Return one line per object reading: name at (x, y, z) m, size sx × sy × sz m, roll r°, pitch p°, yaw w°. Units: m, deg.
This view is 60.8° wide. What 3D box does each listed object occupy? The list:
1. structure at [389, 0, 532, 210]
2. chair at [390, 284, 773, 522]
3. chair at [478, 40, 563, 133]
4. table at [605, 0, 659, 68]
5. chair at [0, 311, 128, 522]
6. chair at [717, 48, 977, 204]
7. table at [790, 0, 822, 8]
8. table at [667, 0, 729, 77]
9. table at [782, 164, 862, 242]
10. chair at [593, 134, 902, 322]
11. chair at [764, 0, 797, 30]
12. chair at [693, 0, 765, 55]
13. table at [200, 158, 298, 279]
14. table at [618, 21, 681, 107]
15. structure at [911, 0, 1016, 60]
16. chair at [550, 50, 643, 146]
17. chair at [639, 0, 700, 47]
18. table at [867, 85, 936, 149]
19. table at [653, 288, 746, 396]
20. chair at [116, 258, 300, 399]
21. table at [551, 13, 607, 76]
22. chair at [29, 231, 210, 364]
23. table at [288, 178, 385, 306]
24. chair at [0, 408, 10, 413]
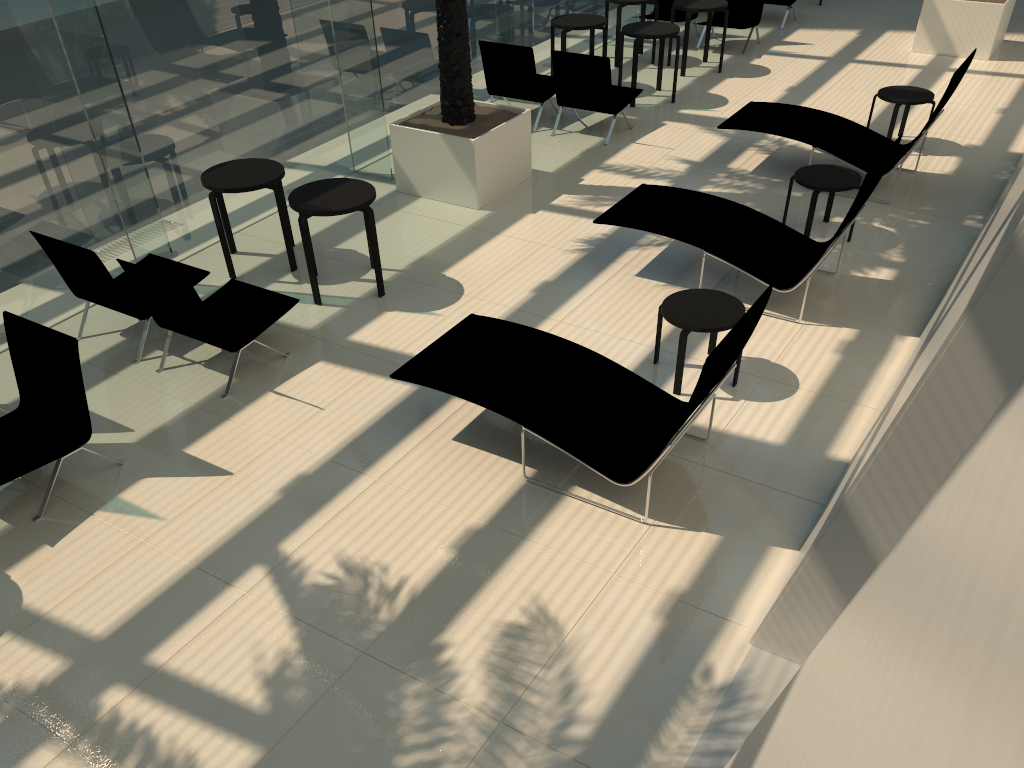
structure at (-0.677, -4.969, 6.487) m, size 4.745 × 7.609 × 4.139 m, roll 15°, pitch 41°, yaw 21°
chair at (0.330, -0.115, 5.231) m, size 1.988 × 1.256 × 0.865 m, roll 19°, pitch 42°, yaw 25°
chair at (0.166, -3.555, 10.102) m, size 0.698 × 0.964 × 0.833 m, roll 20°, pitch 43°, yaw 26°
table at (1.604, -4.810, 11.809) m, size 0.676 × 0.847 × 0.625 m, roll -11°, pitch 39°, yaw -11°
chair at (-3.024, 0.231, 5.202) m, size 0.698 × 0.964 × 0.833 m, roll 20°, pitch 43°, yaw 26°
chair at (3.135, -2.616, 8.432) m, size 1.988 × 1.256 × 0.865 m, roll 19°, pitch 42°, yaw 25°
table at (4.659, -6.550, 13.978) m, size 0.673 × 0.847 × 0.627 m, roll -13°, pitch 39°, yaw -14°
table at (2.424, -4.548, 11.415) m, size 0.676 × 0.847 × 0.625 m, roll -11°, pitch 39°, yaw -11°
table at (2.712, -1.561, 7.634) m, size 0.551 × 0.562 × 0.509 m, roll -11°, pitch 38°, yaw -11°
chair at (1.754, -1.385, 6.856) m, size 1.988 × 1.256 × 0.865 m, roll 19°, pitch 42°, yaw 25°
chair at (3.952, -5.976, 13.144) m, size 0.698 × 0.964 × 0.833 m, roll 20°, pitch 43°, yaw 26°
chair at (3.029, -5.167, 12.110) m, size 0.698 × 0.964 × 0.833 m, roll 20°, pitch 43°, yaw 26°
table at (-2.214, -1.414, 7.464) m, size 0.673 × 0.847 × 0.627 m, roll -13°, pitch 39°, yaw -14°
table at (1.648, -3.865, 10.542) m, size 0.673 × 0.847 × 0.627 m, roll -13°, pitch 39°, yaw -14°
structure at (6.152, -7.564, 9.713) m, size 4.574 × 7.473 × 3.980 m, roll -17°, pitch 40°, yaw -18°
chair at (0.955, -3.303, 9.723) m, size 0.698 × 0.964 × 0.833 m, roll 20°, pitch 43°, yaw 26°
chair at (2.240, -5.419, 12.489) m, size 0.698 × 0.964 × 0.833 m, roll 20°, pitch 43°, yaw 26°
table at (4.093, -2.792, 9.210) m, size 0.549 × 0.562 × 0.511 m, roll -13°, pitch 39°, yaw -14°
table at (1.288, -0.291, 6.009) m, size 0.551 × 0.562 × 0.509 m, roll -11°, pitch 38°, yaw -11°
chair at (-2.101, -0.578, 6.236) m, size 0.698 × 0.964 × 0.833 m, roll 20°, pitch 43°, yaw 26°
table at (0.828, -4.127, 10.936) m, size 0.673 × 0.847 × 0.627 m, roll -13°, pitch 39°, yaw -14°
chair at (-2.889, -0.830, 6.615) m, size 0.698 × 0.964 × 0.833 m, roll 20°, pitch 43°, yaw 26°
table at (-1.394, -1.152, 7.070) m, size 0.673 × 0.847 × 0.627 m, roll -13°, pitch 39°, yaw -14°
chair at (-3.813, -0.021, 5.581) m, size 0.698 × 0.964 × 0.833 m, roll 20°, pitch 43°, yaw 26°
